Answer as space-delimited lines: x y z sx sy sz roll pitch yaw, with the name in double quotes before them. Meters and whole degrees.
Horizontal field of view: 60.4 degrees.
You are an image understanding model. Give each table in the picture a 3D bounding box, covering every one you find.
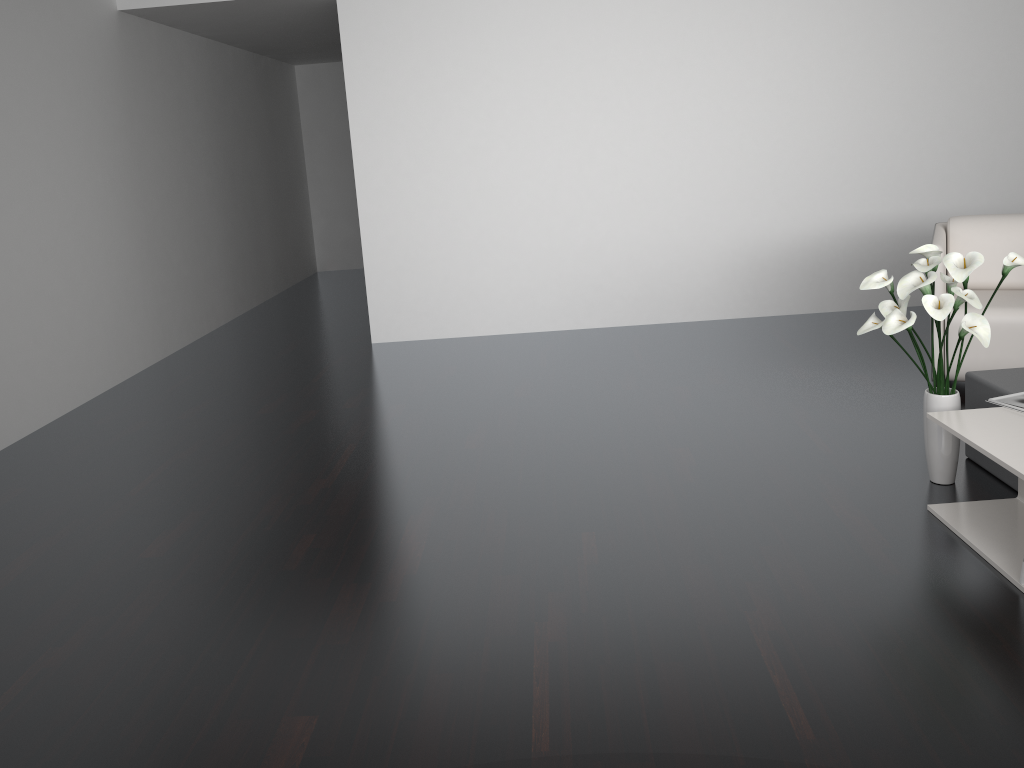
"table" 1.435 0.358 2.247 0.298 0.307 0.992 -4 15 1
"table" 1.752 0.266 2.495 0.298 0.307 1.288 -4 15 1

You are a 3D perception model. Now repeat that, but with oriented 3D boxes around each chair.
"chair" 2.353 -0.421 4.046 0.768 0.648 0.939 2 14 27

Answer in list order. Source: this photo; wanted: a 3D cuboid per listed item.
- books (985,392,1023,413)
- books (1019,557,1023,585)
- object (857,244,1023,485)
"books" 1.740 0.082 2.558 0.360 0.016 0.559 -9 16 -16
"books" 1.402 0.394 2.205 0.227 0.233 0.071 -4 9 1
"object" 1.360 -0.032 2.805 0.448 0.782 0.384 -7 10 -14
